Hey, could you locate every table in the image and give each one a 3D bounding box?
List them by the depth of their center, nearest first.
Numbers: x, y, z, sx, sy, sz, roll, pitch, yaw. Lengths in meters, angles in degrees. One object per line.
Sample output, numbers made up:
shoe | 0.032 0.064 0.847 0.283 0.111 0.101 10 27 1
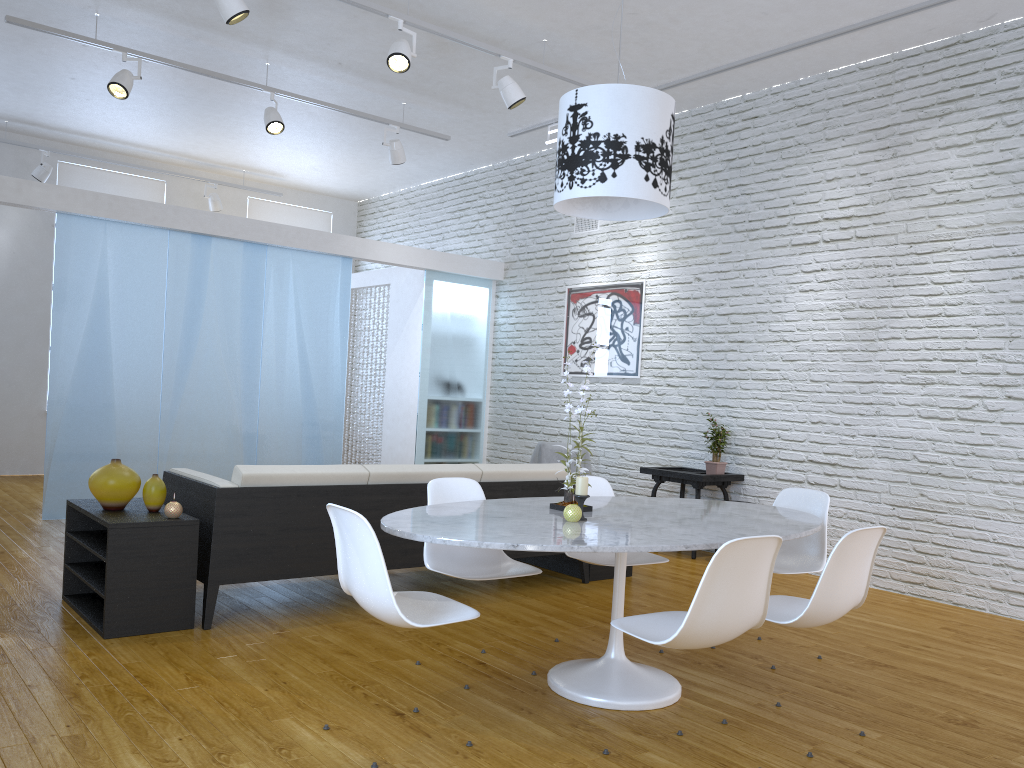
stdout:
table | 0.385 0.789 3.211 1.911 0.623 1.069 4 0 -39
table | 1.235 0.894 6.185 0.440 0.578 0.563 3 0 -38

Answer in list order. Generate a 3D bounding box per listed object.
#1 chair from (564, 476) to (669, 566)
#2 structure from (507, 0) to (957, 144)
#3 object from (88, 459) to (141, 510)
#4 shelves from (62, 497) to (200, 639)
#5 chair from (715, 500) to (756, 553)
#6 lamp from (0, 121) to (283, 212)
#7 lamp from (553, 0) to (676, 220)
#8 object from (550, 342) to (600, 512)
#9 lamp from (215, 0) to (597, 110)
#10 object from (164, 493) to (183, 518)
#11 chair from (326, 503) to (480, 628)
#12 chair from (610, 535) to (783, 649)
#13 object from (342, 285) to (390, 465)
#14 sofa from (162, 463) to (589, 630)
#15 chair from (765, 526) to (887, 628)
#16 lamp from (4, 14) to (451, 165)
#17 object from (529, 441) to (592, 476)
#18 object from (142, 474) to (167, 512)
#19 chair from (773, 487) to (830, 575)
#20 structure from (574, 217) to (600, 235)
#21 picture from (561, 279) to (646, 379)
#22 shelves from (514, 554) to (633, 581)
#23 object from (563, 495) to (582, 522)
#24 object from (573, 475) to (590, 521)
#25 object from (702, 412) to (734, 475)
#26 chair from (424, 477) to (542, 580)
chair | 0.425 0.585 3.743 0.406 0.352 0.419 3 0 -35
structure | 1.189 -1.970 5.944 0.053 0.183 3.901 2 0 -38
object | -1.698 0.428 3.791 0.207 0.215 0.207 3 0 3
shelves | -1.661 0.765 3.828 0.349 0.451 0.729 3 0 -38
chair | 1.484 0.990 5.868 0.262 0.408 0.262 4 1 33
lamp | -3.727 -2.056 8.641 3.121 0.487 0.197 4 0 -40
lamp | 0.386 -1.372 3.048 0.399 1.539 0.399 4 1 18
object | 0.246 0.155 3.272 0.166 0.638 0.202 3 1 -10
lamp | -0.697 -1.929 4.765 3.120 0.487 0.222 4 0 -38
object | -1.395 0.500 3.655 0.071 0.104 0.071 3 1 -11
chair | -0.329 0.530 2.622 0.419 0.352 0.405 3 0 -36
chair | 0.535 0.578 2.548 0.406 0.352 0.419 3 0 -36
object | -1.472 0.041 8.798 0.051 2.017 0.922 2 1 -39
sofa | -1.076 0.711 5.175 5.341 0.679 9.713 4 -1 -38
chair | 0.960 0.605 2.870 0.406 0.352 0.419 3 0 -40
lamp | -1.721 -1.972 6.112 3.120 0.487 0.205 4 0 -41
object | 0.376 0.797 6.773 0.645 0.688 0.635 3 0 0
object | -1.530 0.466 3.793 0.095 0.160 0.095 3 1 3
chair | 1.127 0.626 3.778 0.419 0.352 0.405 3 0 -36
structure | 0.634 -1.435 7.428 0.010 0.335 0.308 2 1 -38
picture | 0.729 -0.438 7.240 0.010 0.769 0.919 2 1 -38
shelves | 0.364 0.898 5.439 0.349 0.451 0.729 3 0 -38
object | 0.206 0.418 2.988 0.063 0.091 0.062 3 1 9
object | 0.239 0.378 3.045 0.059 0.176 0.059 4 1 37
object | 1.415 0.418 6.139 0.176 0.437 0.237 3 1 -14
chair | -0.120 0.550 3.337 0.406 0.352 0.419 3 0 -39
